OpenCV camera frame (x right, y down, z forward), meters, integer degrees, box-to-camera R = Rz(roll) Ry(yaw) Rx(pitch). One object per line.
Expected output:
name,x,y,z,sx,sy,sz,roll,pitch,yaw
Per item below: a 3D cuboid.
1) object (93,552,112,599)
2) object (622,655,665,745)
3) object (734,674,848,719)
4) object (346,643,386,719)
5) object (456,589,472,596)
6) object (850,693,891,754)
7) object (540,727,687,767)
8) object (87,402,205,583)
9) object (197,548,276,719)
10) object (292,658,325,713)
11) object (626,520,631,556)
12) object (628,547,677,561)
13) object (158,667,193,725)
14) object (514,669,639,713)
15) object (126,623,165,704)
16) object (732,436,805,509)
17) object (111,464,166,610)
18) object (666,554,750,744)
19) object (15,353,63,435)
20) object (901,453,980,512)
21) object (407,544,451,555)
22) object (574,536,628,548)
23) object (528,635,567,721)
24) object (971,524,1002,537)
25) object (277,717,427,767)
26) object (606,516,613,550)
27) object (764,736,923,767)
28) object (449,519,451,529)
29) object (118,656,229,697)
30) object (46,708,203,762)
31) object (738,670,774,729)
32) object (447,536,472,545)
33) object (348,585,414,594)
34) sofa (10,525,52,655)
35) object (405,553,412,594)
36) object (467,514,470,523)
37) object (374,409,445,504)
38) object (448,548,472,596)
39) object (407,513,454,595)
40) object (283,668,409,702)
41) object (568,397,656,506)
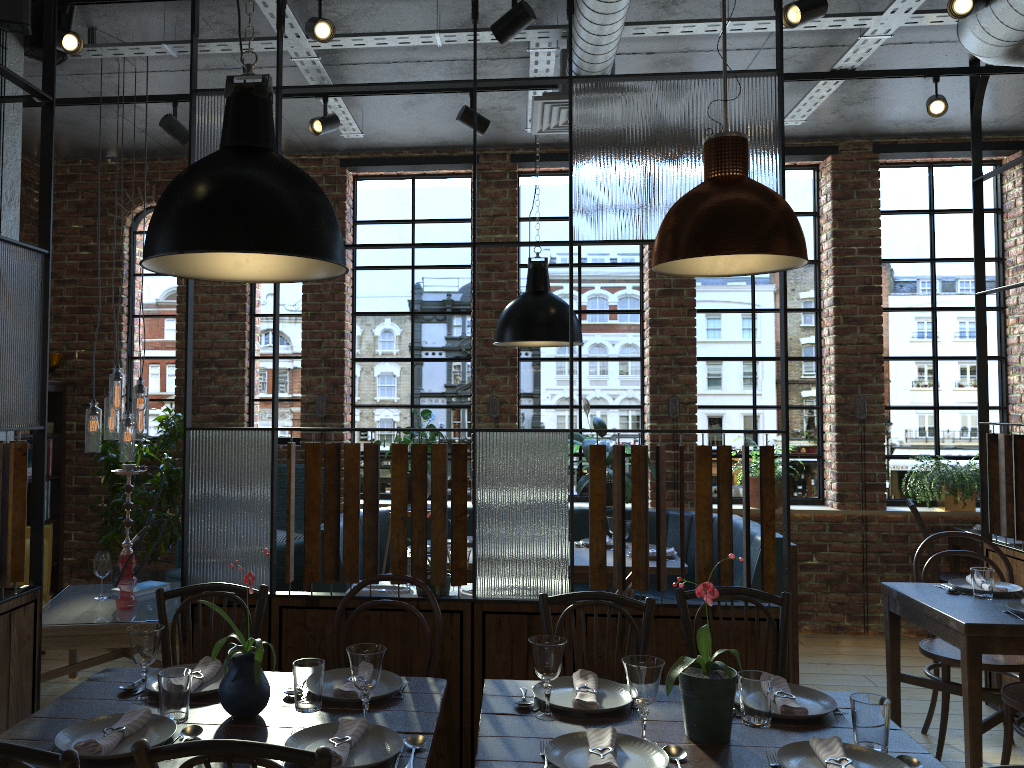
object,-2.125,0.994,4.570,0.095,0.228,0.087,-2,-3,41
object,0.306,0.742,2.052,0.094,0.192,0.103,2,-3,-40
object,0.686,0.819,2.310,0.329,0.051,0.266,0,-1,7
object,-0.356,0.742,2.149,0.102,0.192,0.095,-1,-3,23
object,-0.086,0.844,3.532,0.273,0.051,0.320,0,-1,6
object,0.816,0.776,2.005,0.082,0.120,0.087,1,-2,-21
object,0.223,0.809,1.930,0.329,0.051,0.266,0,-1,7
object,-2.438,0.883,5.912,0.836,1.530,0.744,1,-3,-18
object,-0.687,0.625,2.246,0.225,0.432,0.132,-1,-3,23
object,-0.526,0.780,2.279,0.082,0.120,0.086,1,-2,-14
object,0.629,0.873,4.988,0.103,0.192,0.094,-2,-3,32
object,0.792,0.945,4.982,0.273,0.051,0.320,0,-1,6
object,-0.840,0.777,2.194,0.082,0.120,0.086,1,-2,-14
object,0.172,0.819,2.349,0.329,0.051,0.266,0,-1,7
object,-0.978,0.746,2.346,0.102,0.192,0.094,-1,-3,28
object,1.728,0.597,5.985,0.479,0.483,0.403,-1,-2,25
object,-1.856,0.752,4.361,0.259,0.705,0.170,0,-3,-5
object,0.462,0.626,2.093,0.154,0.427,0.192,-2,-3,36
object,-3.289,0.664,5.948,0.326,1.763,0.611,0,-3,-4
object,2.924,0.650,5.813,0.611,0.370,0.494,0,-2,4
object,-0.472,0.944,5.081,0.273,0.051,0.320,0,-1,6
object,0.535,0.952,5.346,0.329,0.051,0.266,0,-1,7
object,0.090,0.745,2.232,0.102,0.192,0.095,-1,-3,23
object,3.000,0.893,5.420,0.273,0.051,0.320,0,-1,6
object,-0.362,0.809,1.987,0.329,0.051,0.266,0,-1,7
object,0.603,0.878,5.196,0.103,0.192,0.094,-2,-3,32
object,0.724,0.809,1.875,0.329,0.051,0.266,0,-1,7
object,-0.315,0.873,5.039,0.103,0.192,0.094,-2,-3,32
object,-0.913,0.819,2.465,0.329,0.051,0.266,0,-1,7
object,-0.902,0.809,2.047,0.329,0.051,0.266,0,-1,7
object,0.603,0.780,2.179,0.081,0.120,0.088,2,-3,-35
object,-0.241,0.952,5.414,0.329,0.051,0.266,0,-1,7
object,-0.534,0.844,3.565,0.273,0.051,0.320,0,-1,6
sofa,-2.938,1.227,4.370,0.775,0.763,2.032,1,-2,-15
object,-0.408,0.772,3.480,0.095,0.192,0.101,1,-3,-22
object,-0.304,0.878,5.288,0.103,0.192,0.094,-2,-3,32
object,-0.679,0.504,6.221,0.532,0.664,0.370,-1,-3,27
object,-0.214,0.775,3.615,0.094,0.192,0.103,2,-3,-40
object,-0.304,0.651,3.275,0.218,0.427,0.132,-2,-3,37
object,-0.452,0.819,2.427,0.329,0.051,0.266,0,-1,7
object,0.590,0.451,6.010,0.737,0.752,0.604,0,-2,3
